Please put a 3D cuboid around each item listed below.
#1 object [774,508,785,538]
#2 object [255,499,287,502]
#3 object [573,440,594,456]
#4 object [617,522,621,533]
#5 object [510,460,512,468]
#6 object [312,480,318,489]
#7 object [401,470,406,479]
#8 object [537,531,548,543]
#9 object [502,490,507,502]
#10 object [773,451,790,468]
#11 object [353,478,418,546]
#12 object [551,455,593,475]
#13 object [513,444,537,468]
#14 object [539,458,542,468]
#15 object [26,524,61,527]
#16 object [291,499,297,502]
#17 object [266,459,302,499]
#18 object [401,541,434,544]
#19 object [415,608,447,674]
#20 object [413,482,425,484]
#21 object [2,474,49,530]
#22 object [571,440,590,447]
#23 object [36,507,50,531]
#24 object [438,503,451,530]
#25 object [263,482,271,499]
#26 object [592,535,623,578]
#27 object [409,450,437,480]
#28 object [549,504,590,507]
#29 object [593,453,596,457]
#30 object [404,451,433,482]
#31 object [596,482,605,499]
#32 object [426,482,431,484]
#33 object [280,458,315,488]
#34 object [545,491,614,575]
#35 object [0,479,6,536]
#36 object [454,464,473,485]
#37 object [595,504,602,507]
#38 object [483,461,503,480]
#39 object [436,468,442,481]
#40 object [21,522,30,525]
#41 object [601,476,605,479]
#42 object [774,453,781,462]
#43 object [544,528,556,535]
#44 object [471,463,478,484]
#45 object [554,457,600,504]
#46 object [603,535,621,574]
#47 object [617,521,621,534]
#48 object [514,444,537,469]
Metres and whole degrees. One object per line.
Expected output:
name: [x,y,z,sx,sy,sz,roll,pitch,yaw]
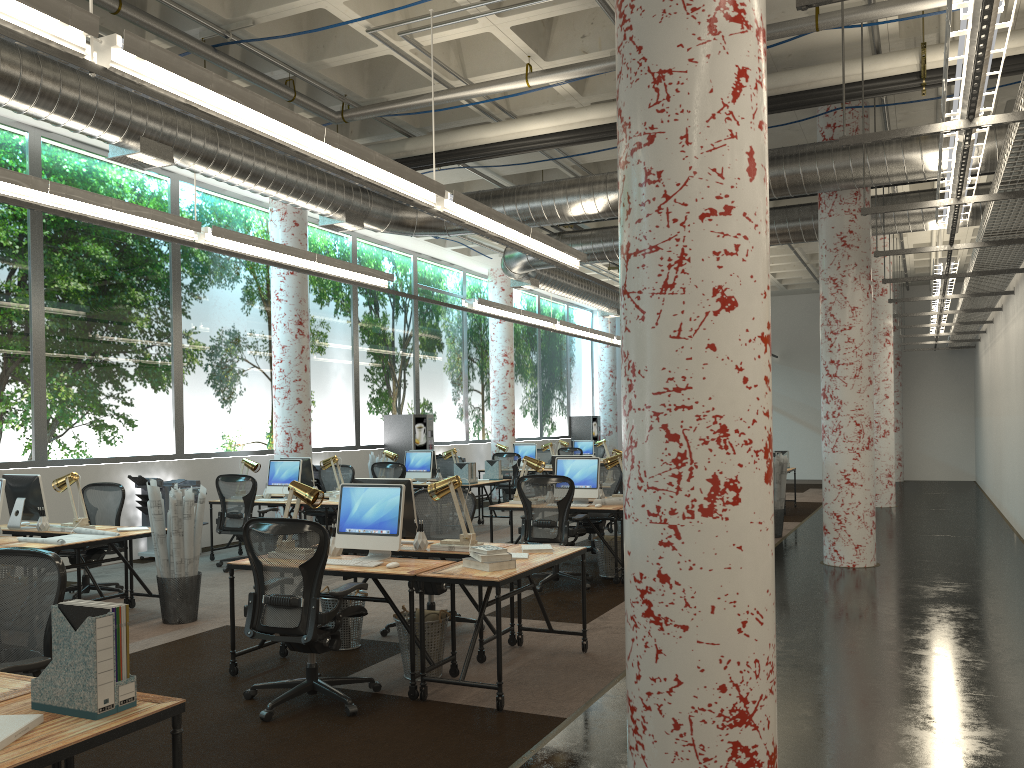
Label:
object: [3.528,1.888,12.034,0.353,0.398,0.353,-1,-1,-20]
object: [-2.852,1.380,10.525,0.439,0.017,0.118,-2,-3,25]
object: [1.634,1.526,20.104,0.484,0.485,0.189,-2,0,25]
object: [1.588,1.933,12.615,0.235,0.403,0.119,-1,0,26]
object: [-0.016,1.562,17.357,0.101,0.209,0.101,-1,0,-20]
object: [-2.470,1.307,11.107,0.101,0.209,0.101,-1,0,-20]
object: [-1.699,1.419,13.744,0.101,0.209,0.101,-1,0,-20]
object: [0.326,1.796,9.746,0.235,0.403,0.119,-1,0,26]
object: [-0.090,2.209,17.786,0.235,0.403,0.119,-1,0,26]
object: [4.830,1.361,15.892,0.281,0.302,0.150,-2,0,25]
object: [-0.910,0.910,6.261,0.484,0.485,0.189,-2,0,25]
object: [0.665,1.025,9.710,0.484,0.485,0.189,-2,0,25]
object: [0.248,1.438,17.749,0.484,0.485,0.189,-2,0,25]
object: [0.532,1.562,17.553,0.101,0.209,0.101,-1,0,-20]
object: [-4.230,1.287,8.065,0.439,0.017,0.118,-2,-3,25]
object: [-2.558,1.362,10.380,0.059,0.029,0.106,-2,-3,26]
object: [-2.739,1.154,10.714,0.484,0.485,0.189,-2,0,25]
object: [-0.788,1.150,6.453,0.439,0.017,0.118,-2,-3,25]
object: [-0.530,1.637,5.644,0.235,0.403,0.119,-1,0,26]
object: [-1.533,1.493,13.357,0.439,0.017,0.118,-2,-3,25]
object: [-4.351,1.047,7.873,0.484,0.485,0.189,-2,0,25]
object: [1.620,1.555,20.694,0.484,0.485,0.189,-2,0,25]
object: [-4.068,1.171,7.677,0.101,0.209,0.101,-1,0,-20]
object: [-1.055,2.023,13.518,0.235,0.403,0.119,-1,0,26]
object: [-3.018,1.307,10.912,0.101,0.209,0.101,-1,0,-20]
object: [1.006,1.737,9.023,0.359,0.435,0.353,-1,-1,21]
object: [-1.434,1.295,14.136,0.484,0.485,0.189,-2,0,25]
object: [0.566,1.223,8.931,0.439,0.017,0.118,-2,-3,25]
object: [1.903,1.679,20.497,0.101,0.209,0.101,-1,0,-20]
object: [-1.682,1.639,13.675,1.078,1.209,0.191,-1,0,25]
object: [0.948,1.149,9.513,0.101,0.209,0.101,-1,0,-20]
object: [-1.239,1.474,13.212,0.059,0.029,0.106,-2,-3,26]
object: [-2.753,1.183,11.304,0.484,0.485,0.189,-2,0,25]
object: [0.756,1.499,9.192,0.848,0.933,0.104,-1,0,20]
object: [-4.337,1.019,7.284,0.484,0.485,0.189,-2,0,25]
object: [-0.728,1.318,12.967,0.281,0.302,0.150,-2,0,25]
object: [0.860,1.204,8.785,0.059,0.029,0.106,-2,-3,26]
object: [-0.301,1.355,13.884,0.281,0.302,0.150,-2,0,25]
object: [-1.151,1.419,13.939,0.101,0.209,0.101,-1,0,-20]
object: [-4.524,1.293,8.210,0.059,0.029,0.106,-2,-3,26]
object: [1.999,2.282,20.076,0.235,0.403,0.119,-1,0,26]
object: [4.403,1.325,14.976,0.281,0.302,0.150,-2,0,25]
object: [0.364,1.786,9.815,0.359,0.435,0.353,-1,-1,21]
object: [-0.666,1.324,13.101,0.281,0.302,0.150,-2,0,25]
object: [0.679,0.997,9.120,0.484,0.485,0.189,-2,0,25]
object: [1.044,1.753,9.092,0.235,0.403,0.119,-1,0,26]
object: [1.626,1.922,12.684,0.359,0.435,0.353,-1,-1,21]
object: [0.262,1.410,17.159,0.484,0.485,0.189,-2,0,25]
